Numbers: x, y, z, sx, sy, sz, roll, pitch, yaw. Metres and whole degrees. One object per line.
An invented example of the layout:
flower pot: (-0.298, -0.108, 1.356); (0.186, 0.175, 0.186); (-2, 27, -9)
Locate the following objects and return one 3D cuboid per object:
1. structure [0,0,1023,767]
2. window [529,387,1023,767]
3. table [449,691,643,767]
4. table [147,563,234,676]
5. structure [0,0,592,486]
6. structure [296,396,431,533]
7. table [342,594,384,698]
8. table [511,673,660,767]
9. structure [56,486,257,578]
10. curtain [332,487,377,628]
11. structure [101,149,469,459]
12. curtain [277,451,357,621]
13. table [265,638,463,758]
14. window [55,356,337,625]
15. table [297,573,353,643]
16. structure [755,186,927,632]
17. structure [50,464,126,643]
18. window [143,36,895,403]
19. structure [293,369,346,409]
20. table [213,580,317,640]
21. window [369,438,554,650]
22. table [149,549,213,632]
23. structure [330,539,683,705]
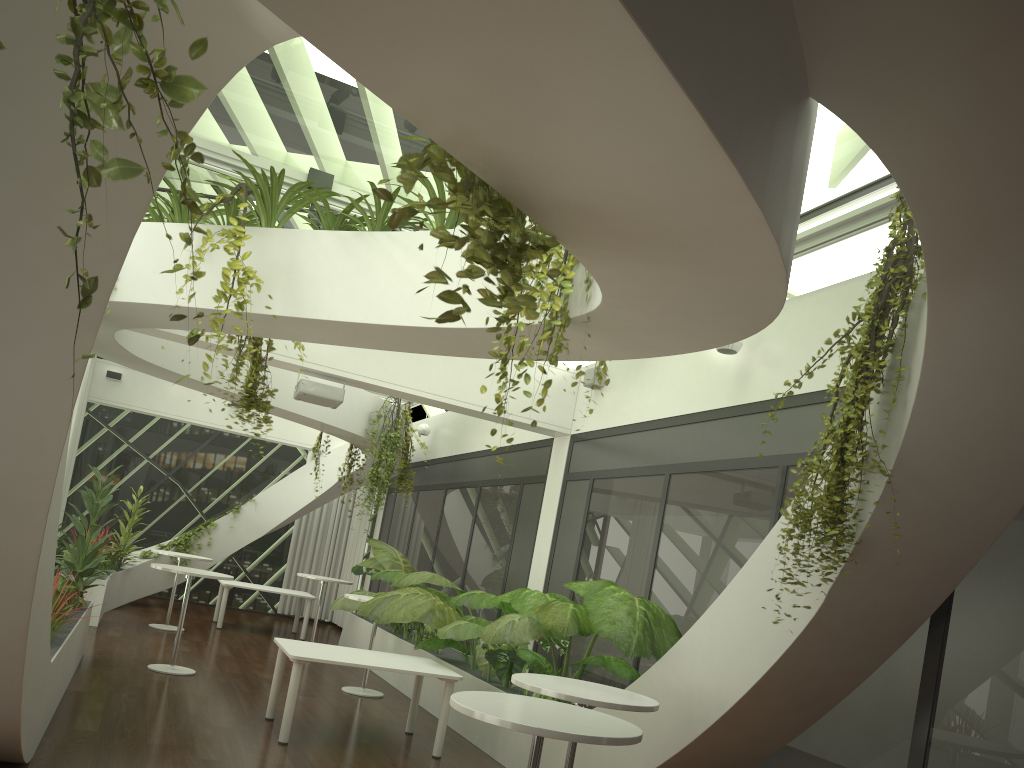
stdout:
structure: (-0.986, 0.912, 4.980); (5.971, 4.163, 24.602); (13, -12, -15)
window: (1.713, 1.667, 6.028); (0.051, 3.197, 7.137); (11, -10, -21)
table: (0.055, 1.984, 3.837); (0.873, 1.084, 0.852); (15, -8, -36)
table: (-3.539, 2.546, 9.417); (0.851, 1.084, 0.875); (9, -7, 14)
structure: (-0.350, -0.516, 2.805); (1.218, 1.833, 3.294); (6, -10, 34)
structure: (-2.101, 1.062, 12.364); (1.423, 2.050, 1.675); (6, -8, 33)
table: (-1.626, 3.065, 10.213); (0.851, 1.084, 0.875); (9, -7, 14)
table: (0.323, 2.287, 5.007); (0.873, 1.084, 0.852); (15, -8, -36)
structure: (-6.028, 2.217, 13.724); (2.023, 1.647, 4.881); (9, -11, 10)
curtain: (-2.950, 2.713, 17.100); (0.162, 4.046, 0.998); (12, -4, -22)
structure: (-2.136, -0.302, 6.446); (4.589, 2.290, 1.480); (4, -8, 32)
curtain: (-3.730, 2.689, 17.644); (1.246, 4.046, 0.159); (12, -3, -23)
table: (-1.351, 2.767, 7.730); (1.520, 0.710, 1.073); (14, -10, -21)
window: (-5.718, 2.027, 17.067); (5.812, 4.594, 0.038); (14, -4, -22)
table: (-2.989, 3.537, 13.524); (0.851, 1.084, 0.875); (9, -7, 14)
structure: (1.682, 0.187, 4.169); (0.618, 2.094, 1.073); (11, -5, -9)
structure: (-3.744, 1.345, 7.337); (0.864, 1.577, 3.346); (12, -10, -21)
window: (-2.166, -1.312, 9.484); (5.760, 0.054, 16.825); (15, -13, -20)
structure: (-1.883, 0.054, 8.570); (0.468, 0.273, 0.390); (14, -10, -21)
table: (-4.126, 3.728, 14.474); (1.520, 0.710, 1.073); (14, -10, -21)
window: (-1.149, 2.659, 12.984); (0.051, 3.197, 7.226); (11, -10, -21)
table: (-4.901, 3.018, 12.729); (0.851, 1.084, 0.875); (9, -7, 14)
structure: (-1.083, 2.668, 9.803); (1.804, 1.692, 8.955); (13, -12, -21)
